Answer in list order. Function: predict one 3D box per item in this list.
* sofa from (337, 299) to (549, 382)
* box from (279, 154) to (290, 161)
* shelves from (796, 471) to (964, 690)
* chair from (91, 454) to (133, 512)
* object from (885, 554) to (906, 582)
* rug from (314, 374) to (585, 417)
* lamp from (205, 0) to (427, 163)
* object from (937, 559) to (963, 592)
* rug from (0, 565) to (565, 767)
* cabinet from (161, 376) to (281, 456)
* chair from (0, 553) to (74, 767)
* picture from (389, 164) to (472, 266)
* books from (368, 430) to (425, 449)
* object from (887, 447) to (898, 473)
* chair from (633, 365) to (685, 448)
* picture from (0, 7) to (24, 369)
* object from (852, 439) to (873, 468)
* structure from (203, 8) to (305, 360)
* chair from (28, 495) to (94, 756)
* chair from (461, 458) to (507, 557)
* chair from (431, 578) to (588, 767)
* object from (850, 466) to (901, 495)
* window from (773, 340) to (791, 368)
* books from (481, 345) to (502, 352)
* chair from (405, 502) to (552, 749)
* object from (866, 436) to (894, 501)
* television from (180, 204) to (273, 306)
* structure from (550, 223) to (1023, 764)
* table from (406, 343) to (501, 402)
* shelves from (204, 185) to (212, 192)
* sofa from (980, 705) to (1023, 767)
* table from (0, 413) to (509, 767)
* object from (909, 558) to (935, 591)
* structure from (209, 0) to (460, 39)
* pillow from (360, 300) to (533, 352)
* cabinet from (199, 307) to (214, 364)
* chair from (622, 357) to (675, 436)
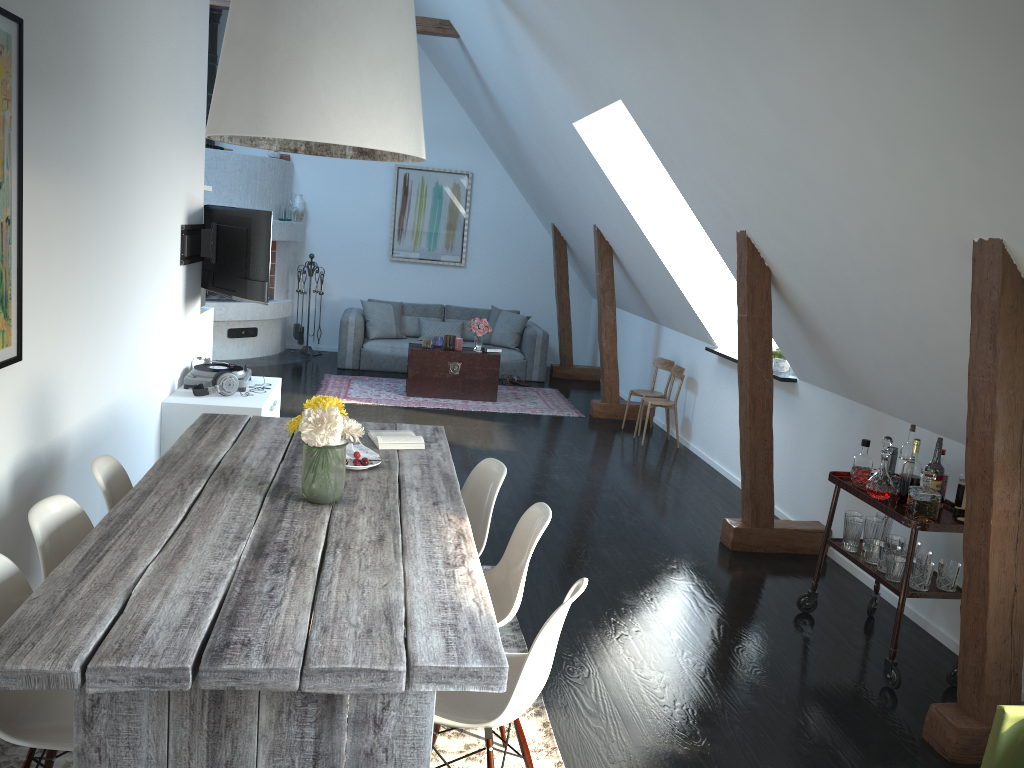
[{"bbox_3d":[-0.841,-0.568,10.791,2.458,0.770,1.107,4,10,-9],"label":"sofa"},{"bbox_3d":[-2.817,-2.752,10.766,0.229,0.078,0.127,4,10,-9],"label":"box"},{"bbox_3d":[1.746,0.868,4.057,0.438,0.732,0.803,3,10,-13],"label":"shelves"},{"bbox_3d":[-1.286,0.678,3.338,0.542,0.801,0.465,3,10,-13],"label":"chair"},{"bbox_3d":[1.669,0.807,3.867,0.092,0.099,0.092,-1,12,-31],"label":"object"},{"bbox_3d":[-0.668,0.108,9.201,2.647,0.029,1.512,4,10,-9],"label":"rug"},{"bbox_3d":[-0.520,-2.136,2.610,0.697,2.813,0.757,14,13,40],"label":"lamp"},{"bbox_3d":[1.875,0.825,3.811,0.095,0.119,0.095,14,13,42],"label":"object"},{"bbox_3d":[-0.813,1.142,3.225,1.898,0.022,2.677,4,10,-9],"label":"rug"},{"bbox_3d":[-1.957,0.282,6.100,0.623,0.507,1.069,4,10,-9],"label":"cabinet"},{"bbox_3d":[-1.159,0.863,2.354,0.542,0.801,0.465,4,10,-8],"label":"chair"},{"bbox_3d":[-1.034,-2.125,11.208,0.965,1.185,0.025,4,10,-9],"label":"picture"},{"bbox_3d":[-0.512,0.237,3.921,0.202,0.042,0.251,2,11,-20],"label":"books"},{"bbox_3d":[1.824,0.394,4.286,0.052,0.182,0.135,11,11,28],"label":"object"},{"bbox_3d":[1.313,0.182,7.838,0.342,0.696,0.329,4,10,-7],"label":"chair"},{"bbox_3d":[-1.680,-0.591,2.729,0.036,1.181,0.808,4,10,-9],"label":"picture"},{"bbox_3d":[1.692,0.369,4.275,0.087,0.206,0.087,8,10,16],"label":"object"},{"bbox_3d":[-4.018,-2.817,10.576,3.058,4.752,3.049,5,10,0],"label":"structure"},{"bbox_3d":[-1.224,0.776,2.815,0.542,0.801,0.465,5,10,-3],"label":"chair"},{"bbox_3d":[-0.329,0.712,3.651,0.542,0.801,0.465,1,11,-23],"label":"chair"},{"bbox_3d":[-0.091,0.919,2.596,0.542,0.801,0.465,8,10,17],"label":"chair"},{"bbox_3d":[1.702,0.453,4.131,0.245,0.092,0.151,9,11,20],"label":"object"},{"bbox_3d":[-0.437,-2.094,4.070,5.959,4.249,8.018,4,10,-9],"label":"window"},{"bbox_3d":[-0.241,-0.368,9.242,0.179,0.034,0.243,-1,12,-30],"label":"books"},{"bbox_3d":[-0.168,0.813,3.158,0.542,0.801,0.465,4,10,-8],"label":"chair"},{"bbox_3d":[1.664,0.376,3.975,0.114,0.292,0.114,-2,12,-36],"label":"object"},{"bbox_3d":[-2.152,-0.911,6.127,0.537,0.652,1.005,-4,14,-43],"label":"television"},{"bbox_3d":[1.732,0.097,4.950,1.023,1.963,12.350,4,10,-9],"label":"structure"},{"bbox_3d":[-0.615,-0.121,9.143,0.962,0.492,0.471,4,10,-9],"label":"table"},{"bbox_3d":[-3.055,-1.500,6.438,1.604,0.038,0.478,4,10,-9],"label":"shelves"},{"bbox_3d":[1.867,1.277,1.524,0.898,0.825,2.093,4,10,-10],"label":"sofa"},{"bbox_3d":[-0.763,0.768,3.142,1.141,0.788,2.421,4,10,-9],"label":"table"},{"bbox_3d":[1.747,0.817,3.789,0.095,0.119,0.095,14,13,42],"label":"object"},{"bbox_3d":[-3.251,-3.277,5.327,10.230,3.562,15.910,5,10,-3],"label":"structure"},{"bbox_3d":[-0.792,-0.722,10.669,2.075,0.515,0.444,4,10,-9],"label":"pillow"},{"bbox_3d":[-2.817,-0.135,6.823,0.869,0.921,0.638,4,10,-9],"label":"cabinet"},{"bbox_3d":[1.276,0.109,8.234,0.342,0.696,0.329,0,11,-25],"label":"chair"}]
